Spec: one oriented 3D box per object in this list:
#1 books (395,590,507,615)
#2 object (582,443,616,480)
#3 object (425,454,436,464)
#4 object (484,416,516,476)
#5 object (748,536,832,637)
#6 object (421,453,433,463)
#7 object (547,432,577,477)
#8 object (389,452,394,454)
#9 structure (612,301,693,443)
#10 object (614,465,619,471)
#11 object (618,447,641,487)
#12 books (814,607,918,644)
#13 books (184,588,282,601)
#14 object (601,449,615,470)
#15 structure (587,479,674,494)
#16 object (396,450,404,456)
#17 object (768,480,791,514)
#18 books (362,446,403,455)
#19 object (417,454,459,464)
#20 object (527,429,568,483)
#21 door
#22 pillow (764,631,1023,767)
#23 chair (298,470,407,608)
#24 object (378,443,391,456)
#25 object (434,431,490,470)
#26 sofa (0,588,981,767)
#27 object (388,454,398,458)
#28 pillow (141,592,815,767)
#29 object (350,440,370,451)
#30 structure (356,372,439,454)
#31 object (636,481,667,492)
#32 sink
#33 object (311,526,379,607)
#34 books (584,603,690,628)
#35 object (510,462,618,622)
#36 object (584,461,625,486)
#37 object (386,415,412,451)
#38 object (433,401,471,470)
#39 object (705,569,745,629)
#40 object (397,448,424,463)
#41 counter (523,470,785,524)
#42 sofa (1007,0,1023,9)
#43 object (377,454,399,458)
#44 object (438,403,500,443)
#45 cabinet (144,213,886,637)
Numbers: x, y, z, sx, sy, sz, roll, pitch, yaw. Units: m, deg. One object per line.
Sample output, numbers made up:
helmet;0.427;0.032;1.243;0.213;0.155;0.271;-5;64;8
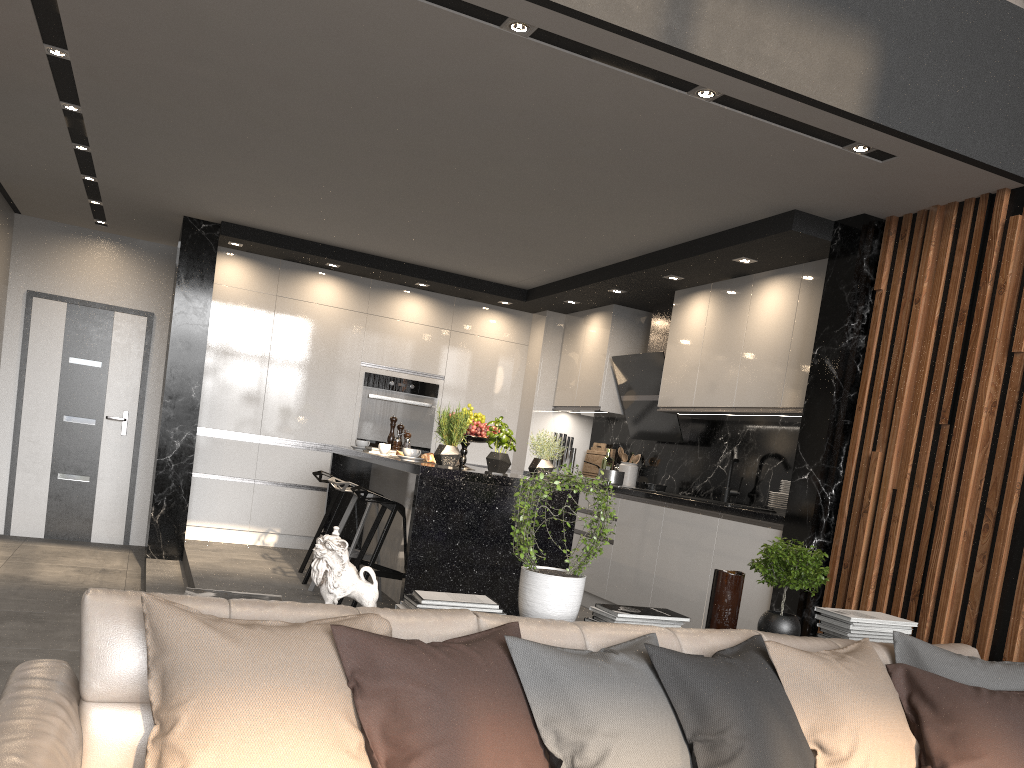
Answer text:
books;-0.180;0.726;2.773;0.351;0.101;0.192;10;-3;-23
object;0.745;0.677;7.604;0.098;0.333;0.396;6;0;-22
object;-0.473;0.434;5.135;0.074;0.059;0.060;8;0;-2
object;-0.064;0.327;4.648;0.179;0.315;0.170;8;2;-12
object;1.011;0.774;3.255;0.306;0.411;0.273;9;2;27
object;-0.480;0.437;5.188;0.132;0.060;0.069;9;-1;-23
object;0.427;0.622;7.718;0.324;0.376;0.065;8;4;-23
object;-0.782;0.425;5.377;0.129;0.027;0.027;6;-1;26
structure;1.092;-0.095;6.565;0.416;1.039;0.728;7;2;-22
object;0.819;0.742;7.242;0.181;0.164;0.270;8;-2;-22
object;0.938;0.669;7.014;0.176;0.307;0.155;7;3;-19
books;1.352;0.962;3.373;0.335;0.151;0.197;9;-2;-22
books;-0.793;0.632;2.493;0.296;0.055;0.182;10;-4;-19
object;0.806;0.685;7.315;0.090;0.285;0.080;7;4;-22
structure;0.874;0.779;6.596;0.514;0.060;0.595;10;-5;-22
object;-0.657;0.435;5.366;0.075;0.043;0.127;9;-4;-30
object;1.637;0.663;5.047;0.302;0.197;0.302;9;-2;-20
books;-0.811;0.451;5.787;0.325;0.038;0.170;10;-5;-24
object;-0.552;0.542;6.388;0.293;0.030;0.397;10;-5;-23
object;0.180;0.387;4.783;0.222;0.286;0.209;8;1;-10
door;-3.710;0.339;7.517;0.981;2.100;0.166;7;5;-23
pillow;1.398;1.100;2.638;1.379;0.552;0.762;8;-2;7
chair;-0.974;0.968;5.413;0.437;0.741;1.711;7;-3;-22
object;-0.789;0.406;5.422;0.076;0.071;0.084;8;-1;27
object;-0.273;0.386;4.967;0.363;0.189;0.370;6;-3;31
sofa;0.595;1.103;1.908;3.270;0.824;1.858;10;-4;-23
object;-0.668;0.449;5.366;0.191;0.012;0.192;7;-5;10
pillow;0.091;0.871;2.186;1.957;0.503;0.536;10;-1;-24
object;-1.030;0.423;6.007;0.153;0.071;0.157;6;-4;36
structure;-1.082;0.274;7.733;0.660;0.637;0.644;8;0;-23
object;0.992;0.749;6.466;0.355;0.061;0.229;12;-6;-44
sink;1.285;0.655;5.674;0.501;0.550;1.101;8;-3;-22
object;-0.492;0.570;2.600;0.207;0.292;0.134;8;3;-4
books;0.420;0.827;3.027;0.328;0.100;0.203;10;-3;-23
object;0.147;0.538;2.864;0.388;0.581;0.212;7;4;-42
object;0.722;0.694;6.766;0.202;0.154;0.344;9;-3;-32
object;-0.789;0.372;6.283;0.152;0.286;0.197;6;3;-40
object;-0.306;0.257;4.562;0.195;0.372;0.186;9;3;22
object;0.764;0.802;3.153;0.109;0.270;0.107;7;3;-17
object;-0.564;0.398;4.889;0.153;0.071;0.157;6;-4;36
counter;1.035;0.790;6.203;0.615;0.040;3.424;10;-5;-22
sofa;0.732;-1.960;4.132;2.295;0.787;2.265;10;-4;-23
object;-0.722;0.447;5.381;0.229;0.003;0.226;10;-5;-23
object;-0.247;0.222;4.965;0.350;0.216;0.315;9;-2;-25
cabinet;-0.322;0.056;5.701;3.648;3.264;6.141;8;-3;-22
